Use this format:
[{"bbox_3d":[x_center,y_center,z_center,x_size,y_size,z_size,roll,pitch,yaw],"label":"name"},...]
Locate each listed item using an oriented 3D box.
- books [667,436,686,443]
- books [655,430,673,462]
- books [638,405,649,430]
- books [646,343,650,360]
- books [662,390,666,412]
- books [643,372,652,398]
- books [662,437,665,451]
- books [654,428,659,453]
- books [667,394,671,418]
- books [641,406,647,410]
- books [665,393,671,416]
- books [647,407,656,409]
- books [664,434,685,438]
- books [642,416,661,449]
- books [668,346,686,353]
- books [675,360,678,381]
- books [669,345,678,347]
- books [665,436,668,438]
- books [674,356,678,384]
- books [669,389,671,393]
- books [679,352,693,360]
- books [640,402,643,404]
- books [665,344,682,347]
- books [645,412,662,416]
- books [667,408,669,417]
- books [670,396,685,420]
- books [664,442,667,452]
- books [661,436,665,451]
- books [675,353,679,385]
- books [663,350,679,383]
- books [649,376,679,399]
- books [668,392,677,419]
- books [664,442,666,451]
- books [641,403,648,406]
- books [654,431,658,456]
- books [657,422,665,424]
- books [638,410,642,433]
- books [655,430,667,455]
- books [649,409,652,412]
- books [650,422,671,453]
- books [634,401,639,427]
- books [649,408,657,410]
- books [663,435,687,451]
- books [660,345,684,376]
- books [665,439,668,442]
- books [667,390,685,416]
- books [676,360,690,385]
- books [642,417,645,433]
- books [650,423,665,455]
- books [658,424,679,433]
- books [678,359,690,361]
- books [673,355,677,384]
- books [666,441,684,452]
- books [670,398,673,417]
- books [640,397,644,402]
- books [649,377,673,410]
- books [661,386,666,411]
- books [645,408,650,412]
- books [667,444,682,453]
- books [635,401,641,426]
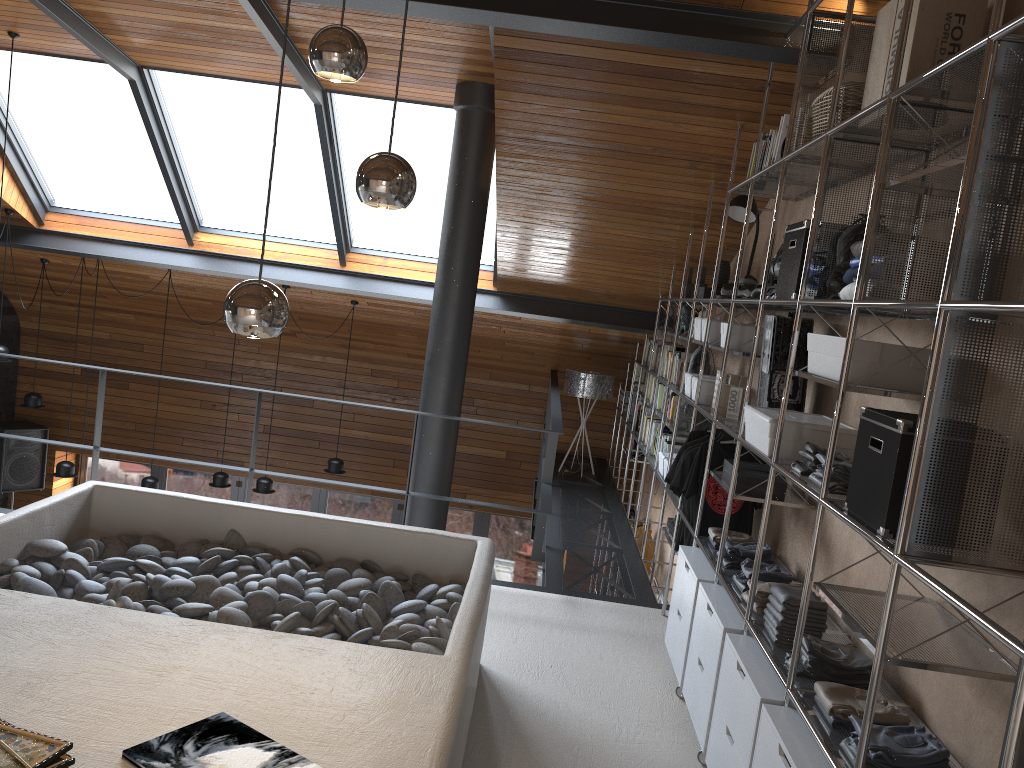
[{"bbox_3d":[1.128,0.475,6.083,0.143,0.217,0.066,8,6,2],"label":"books"},{"bbox_3d":[1.123,0.453,6.376,0.136,0.210,0.273,8,6,2],"label":"books"},{"bbox_3d":[1.177,0.310,7.691,0.143,0.235,0.055,8,6,1],"label":"books"},{"bbox_3d":[1.255,-0.261,7.789,0.127,0.197,0.063,8,6,2],"label":"books"},{"bbox_3d":[1.194,0.123,6.467,0.169,0.189,0.018,8,6,2],"label":"books"},{"bbox_3d":[1.202,0.007,7.468,0.130,0.216,0.311,8,6,1],"label":"books"},{"bbox_3d":[1.138,0.478,6.216,0.169,0.188,0.058,8,6,2],"label":"books"},{"bbox_3d":[1.132,0.434,6.541,0.149,0.205,0.049,8,6,1],"label":"books"},{"bbox_3d":[1.159,0.165,6.138,0.148,0.167,0.053,8,6,2],"label":"books"},{"bbox_3d":[1.174,0.317,7.632,0.148,0.232,0.053,8,6,2],"label":"books"},{"bbox_3d":[1.166,0.154,6.265,0.143,0.161,0.019,8,6,2],"label":"books"},{"bbox_3d":[1.211,0.324,7.597,0.143,0.236,0.062,8,6,1],"label":"books"},{"bbox_3d":[1.162,0.468,6.254,0.207,0.205,0.053,8,6,2],"label":"books"},{"bbox_3d":[1.130,0.386,7.026,0.139,0.211,0.467,8,6,1],"label":"books"},{"bbox_3d":[1.224,-0.159,6.594,0.148,0.232,0.053,8,6,2],"label":"books"},{"bbox_3d":[1.173,-0.074,6.033,0.119,0.166,0.072,8,6,2],"label":"books"},{"bbox_3d":[1.197,-0.172,6.678,0.148,0.232,0.053,8,6,2],"label":"books"},{"bbox_3d":[1.156,0.476,6.190,0.192,0.202,0.055,8,6,1],"label":"books"},{"bbox_3d":[1.181,-0.088,6.050,0.127,0.192,0.079,8,6,2],"label":"books"},{"bbox_3d":[1.171,0.139,6.279,0.148,0.190,0.013,8,6,2],"label":"books"},{"bbox_3d":[1.209,-0.102,5.996,0.177,0.209,0.082,8,6,1],"label":"books"},{"bbox_3d":[1.204,0.288,7.927,0.148,0.234,0.013,8,6,2],"label":"books"},{"bbox_3d":[1.215,-0.173,6.707,0.143,0.236,0.062,8,6,1],"label":"books"},{"bbox_3d":[1.172,0.351,7.345,0.161,0.222,0.055,8,6,2],"label":"books"},{"bbox_3d":[1.152,0.162,6.152,0.130,0.167,0.046,8,6,2],"label":"books"},{"bbox_3d":[1.157,0.173,6.064,0.129,0.165,0.056,8,6,2],"label":"books"},{"bbox_3d":[1.121,0.495,6.113,0.146,0.171,0.054,8,6,2],"label":"books"},{"bbox_3d":[1.123,0.472,6.244,0.148,0.189,0.053,8,6,2],"label":"books"},{"bbox_3d":[1.195,-0.092,6.004,0.161,0.215,0.092,8,6,2],"label":"books"},{"bbox_3d":[1.180,-0.122,6.329,0.139,0.206,0.497,8,6,1],"label":"books"},{"bbox_3d":[1.189,0.072,6.841,0.138,0.212,1.041,8,6,2],"label":"books"},{"bbox_3d":[1.149,0.157,6.096,0.129,0.186,0.050,8,6,2],"label":"books"},{"bbox_3d":[1.109,0.494,6.127,0.130,0.167,0.046,8,6,2],"label":"books"},{"bbox_3d":[1.183,0.295,7.774,0.131,0.247,0.018,8,6,2],"label":"books"},{"bbox_3d":[1.121,0.447,6.516,0.131,0.180,0.042,8,6,1],"label":"books"},{"bbox_3d":[1.133,0.409,6.644,0.143,0.236,0.062,8,6,1],"label":"books"},{"bbox_3d":[1.169,0.332,7.616,0.148,0.206,0.053,8,6,2],"label":"books"},{"bbox_3d":[1.131,0.440,6.502,0.137,0.201,0.047,8,6,1],"label":"books"},{"bbox_3d":[1.220,0.338,7.484,0.148,0.232,0.053,8,6,2],"label":"books"},{"bbox_3d":[1.114,0.410,6.614,0.148,0.232,0.053,8,6,2],"label":"books"},{"bbox_3d":[1.196,0.279,8.006,0.148,0.234,0.013,8,6,2],"label":"books"},{"bbox_3d":[1.192,0.326,7.568,0.148,0.232,0.053,8,6,2],"label":"books"},{"bbox_3d":[1.152,0.472,6.201,0.191,0.205,0.055,8,6,1],"label":"books"},{"bbox_3d":[1.195,-0.167,6.629,0.148,0.232,0.053,8,6,2],"label":"books"},{"bbox_3d":[1.130,0.484,6.150,0.160,0.187,0.060,8,6,2],"label":"books"},{"bbox_3d":[1.174,0.146,6.212,0.148,0.190,0.013,8,6,2],"label":"books"},{"bbox_3d":[1.166,-0.071,5.974,0.112,0.169,0.068,8,6,2],"label":"books"},{"bbox_3d":[1.150,0.370,7.380,0.119,0.171,0.044,8,6,2],"label":"books"},{"bbox_3d":[1.113,0.415,6.566,0.148,0.232,0.053,8,6,2],"label":"books"},{"bbox_3d":[1.142,0.423,6.530,0.148,0.232,0.053,8,6,2],"label":"books"},{"bbox_3d":[1.172,-0.075,5.986,0.117,0.176,0.074,8,6,2],"label":"books"},{"bbox_3d":[1.174,-0.090,6.061,0.127,0.192,0.079,8,6,2],"label":"books"},{"bbox_3d":[1.117,0.491,6.068,0.129,0.186,0.050,8,6,2],"label":"books"},{"bbox_3d":[1.154,0.180,6.080,0.131,0.147,0.045,8,6,2],"label":"books"},{"bbox_3d":[1.215,0.260,8.048,0.143,0.268,0.020,8,6,2],"label":"books"},{"bbox_3d":[1.167,0.075,6.820,0.139,0.208,0.494,8,6,1],"label":"books"},{"bbox_3d":[1.179,0.117,6.495,0.148,0.190,0.013,8,6,2],"label":"books"},{"bbox_3d":[1.191,0.330,7.519,0.148,0.232,0.053,8,6,2],"label":"books"},{"bbox_3d":[1.118,0.502,6.058,0.130,0.166,0.046,8,6,2],"label":"books"},{"bbox_3d":[1.201,0.281,7.993,0.148,0.234,0.013,8,6,2],"label":"books"}]
